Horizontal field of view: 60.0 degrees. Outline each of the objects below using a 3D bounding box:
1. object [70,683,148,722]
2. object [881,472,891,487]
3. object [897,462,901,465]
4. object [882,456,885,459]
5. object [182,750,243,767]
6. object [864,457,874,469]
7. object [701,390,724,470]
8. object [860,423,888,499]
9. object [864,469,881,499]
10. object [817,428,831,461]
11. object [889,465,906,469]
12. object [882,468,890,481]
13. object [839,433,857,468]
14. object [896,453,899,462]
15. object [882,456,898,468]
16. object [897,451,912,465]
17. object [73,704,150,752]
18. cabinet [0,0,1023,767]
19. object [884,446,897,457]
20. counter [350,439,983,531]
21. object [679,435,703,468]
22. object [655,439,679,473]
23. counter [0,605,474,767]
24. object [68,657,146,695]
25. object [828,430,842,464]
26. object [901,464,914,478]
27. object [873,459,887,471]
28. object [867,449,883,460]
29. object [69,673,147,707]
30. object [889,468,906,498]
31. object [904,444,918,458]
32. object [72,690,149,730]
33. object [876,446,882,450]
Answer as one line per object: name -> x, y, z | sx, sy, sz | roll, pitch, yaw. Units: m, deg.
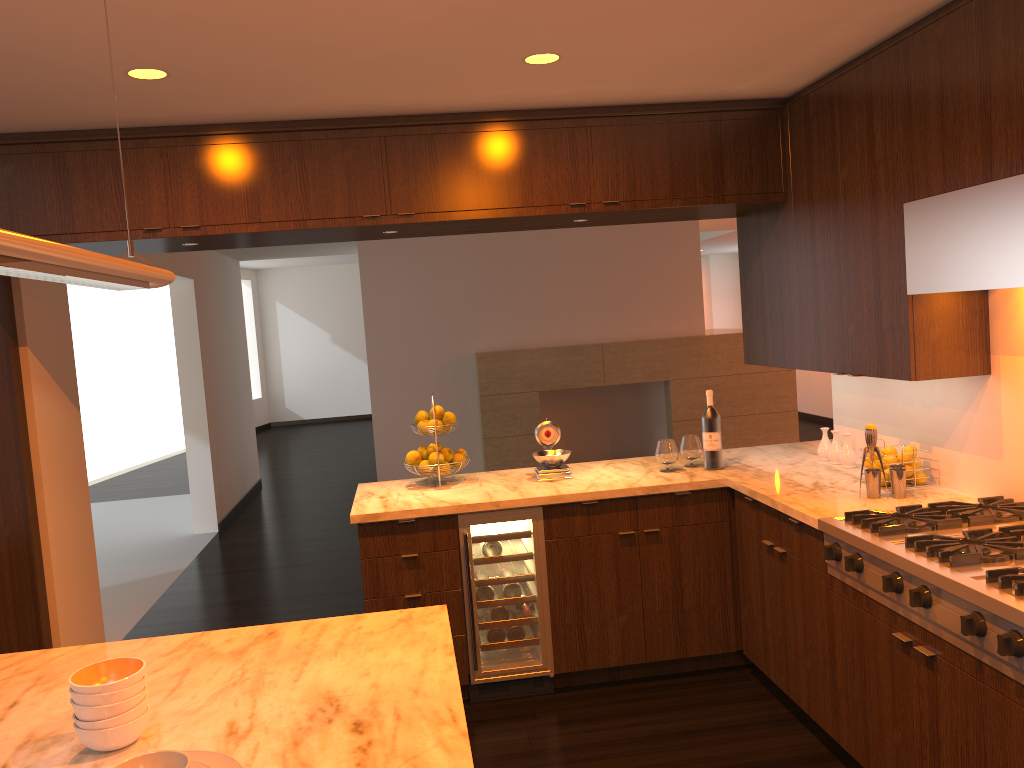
object -> -0.791, 0.637, 1.749 | 0.139, 0.062, 0.140 | -5, 4, -7
object -> 1.500, 0.382, 3.575 | 0.074, 0.063, 0.064 | -8, 6, -43
object -> 1.552, 0.341, 3.559 | 0.051, 0.053, 0.062 | -1, 5, 34
object -> 1.526, 0.321, 3.630 | 0.064, 0.053, 0.051 | -2, 5, 29
object -> -0.613, 0.707, 1.505 | 0.309, 0.021, 0.310 | -5, 4, -7
object -> 1.472, 0.325, 3.648 | 0.053, 0.051, 0.063 | -5, 4, -5
object -> 0.949, 0.217, 4.218 | 0.095, 0.378, 0.094 | -3, 4, 18
object -> 1.380, 0.289, 3.396 | 0.101, 0.288, 0.088 | -2, 4, 23
object -> 1.381, 0.381, 3.389 | 0.060, 0.106, 0.060 | -2, 5, 25
object -> 1.499, 0.287, 4.240 | 0.079, 0.154, 0.079 | -6, 4, -24
object -> 1.493, 0.370, 3.429 | 0.060, 0.106, 0.060 | -2, 5, 25
object -> 1.498, 0.359, 3.517 | 0.061, 0.054, 0.052 | -4, 4, 3
object -> 1.522, 0.301, 4.023 | 0.079, 0.154, 0.079 | -6, 4, -24
object -> 1.580, 0.305, 3.604 | 0.055, 0.051, 0.061 | -3, 4, 20
object -> 1.507, 0.310, 3.537 | 0.061, 0.052, 0.053 | -1, 5, 39
object -> 1.564, 0.295, 3.533 | 0.051, 0.053, 0.063 | -1, 5, 39
object -> -0.787, 0.683, 1.753 | 0.139, 0.059, 0.140 | -5, 4, -15
cabinet -> -0.072, 0.068, 1.809 | 7.728, 2.997, 5.521 | -5, 4, -7
object -> 1.535, 0.277, 3.596 | 0.051, 0.053, 0.063 | -2, 5, 28
counter -> 1.017, 0.512, 2.949 | 3.187, 0.038, 3.616 | -5, 4, -7
object -> 0.875, 0.328, 4.334 | 0.112, 0.151, 0.112 | -3, 4, 11
object -> 0.743, 0.343, 4.255 | 0.112, 0.151, 0.112 | -3, 4, 11
counter -> -0.645, 0.771, 1.060 | 1.280, 0.038, 2.711 | -5, 4, -7
object -> -0.793, 0.594, 1.747 | 0.139, 0.062, 0.140 | -4, 4, 2
object -> 1.510, 0.294, 4.133 | 0.079, 0.154, 0.079 | -6, 4, -24
object -> 1.566, 0.346, 3.531 | 0.061, 0.055, 0.051 | -4, 4, 5
object -> 1.489, 0.330, 3.589 | 0.062, 0.053, 0.052 | -4, 4, -2
object -> 1.476, 0.285, 3.604 | 0.053, 0.051, 0.063 | -5, 4, -16
object -> -0.792, 0.615, 1.748 | 0.139, 0.064, 0.140 | -7, 5, -33
object -> 1.464, 0.377, 3.359 | 0.060, 0.106, 0.060 | -2, 5, 25
object -> 1.609, 0.275, 3.580 | 0.050, 0.060, 0.059 | -2, 5, 26
object -> -0.789, 0.658, 1.751 | 0.139, 0.068, 0.140 | -6, 4, -24
object -> 1.497, 0.284, 3.653 | 0.052, 0.060, 0.057 | -3, 4, 14
